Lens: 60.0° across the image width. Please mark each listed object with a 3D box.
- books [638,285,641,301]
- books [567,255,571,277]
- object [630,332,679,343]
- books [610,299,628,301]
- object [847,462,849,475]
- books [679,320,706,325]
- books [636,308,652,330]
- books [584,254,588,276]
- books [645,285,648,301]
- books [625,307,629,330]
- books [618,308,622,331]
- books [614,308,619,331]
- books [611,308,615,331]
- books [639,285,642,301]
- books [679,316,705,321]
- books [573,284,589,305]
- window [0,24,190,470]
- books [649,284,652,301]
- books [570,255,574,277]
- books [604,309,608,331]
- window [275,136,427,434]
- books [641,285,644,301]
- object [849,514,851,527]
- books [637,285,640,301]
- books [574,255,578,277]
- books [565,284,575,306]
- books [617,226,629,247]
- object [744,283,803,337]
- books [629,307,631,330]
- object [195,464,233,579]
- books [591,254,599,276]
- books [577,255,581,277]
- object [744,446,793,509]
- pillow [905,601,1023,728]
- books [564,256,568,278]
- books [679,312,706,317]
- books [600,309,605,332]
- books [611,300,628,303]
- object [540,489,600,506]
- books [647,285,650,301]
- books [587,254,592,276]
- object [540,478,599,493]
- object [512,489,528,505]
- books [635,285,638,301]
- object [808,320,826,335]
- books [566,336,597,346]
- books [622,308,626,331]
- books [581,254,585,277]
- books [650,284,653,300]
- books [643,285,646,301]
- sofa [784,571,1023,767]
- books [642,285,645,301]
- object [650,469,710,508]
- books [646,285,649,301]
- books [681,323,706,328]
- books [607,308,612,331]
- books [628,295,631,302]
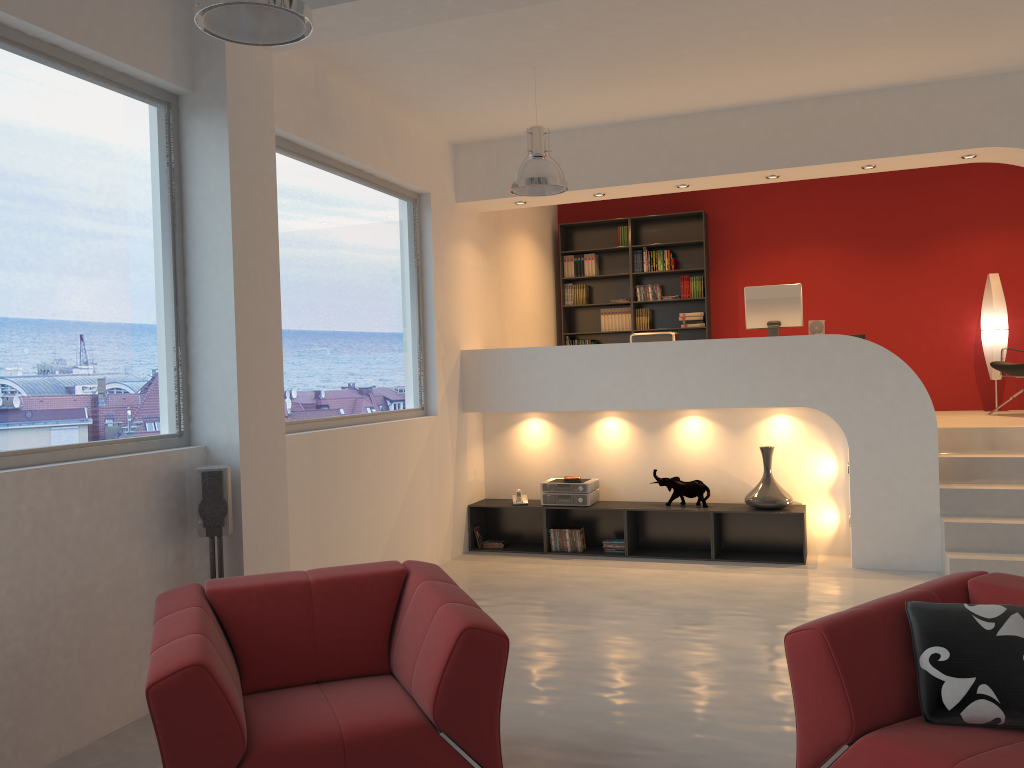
[{"bbox_3d":[1.451,-1.014,9.998,0.031,0.190,0.135,-2,1,20],"label":"books"},{"bbox_3d":[0.685,-1.343,10.251,0.040,0.260,0.200,-2,1,20],"label":"books"},{"bbox_3d":[1.273,-0.340,7.780,0.397,0.217,0.458,-2,1,20],"label":"object"},{"bbox_3d":[1.219,-0.949,10.085,0.190,0.015,0.135,-2,1,20],"label":"books"},{"bbox_3d":[2.604,0.657,6.867,0.011,0.105,0.105,-2,1,20],"label":"object"},{"bbox_3d":[1.991,-0.677,9.770,0.260,0.040,0.200,-2,1,20],"label":"books"},{"bbox_3d":[1.484,-0.723,9.984,0.146,0.240,0.170,-2,1,20],"label":"books"},{"bbox_3d":[0.875,-1.348,10.181,0.040,0.260,0.200,-2,1,20],"label":"books"},{"bbox_3d":[1.521,-1.016,9.973,0.031,0.190,0.135,-2,1,20],"label":"books"},{"bbox_3d":[1.324,-0.729,10.030,0.040,0.260,0.200,-2,1,20],"label":"books"},{"bbox_3d":[1.247,-0.726,10.058,0.040,0.260,0.200,-2,1,20],"label":"books"},{"bbox_3d":[1.209,-0.725,10.072,0.040,0.260,0.200,-2,1,20],"label":"books"},{"bbox_3d":[1.171,-0.724,10.086,0.040,0.260,0.200,-2,1,20],"label":"books"},{"bbox_3d":[1.465,-1.014,9.993,0.031,0.190,0.135,-2,1,20],"label":"books"},{"bbox_3d":[1.985,-0.717,9.770,0.260,0.040,0.200,-2,1,20],"label":"books"},{"bbox_3d":[0.795,-1.020,10.229,0.146,0.240,0.170,-2,1,20],"label":"books"},{"bbox_3d":[-2.142,-0.554,3.449,0.100,1.800,2.400,-2,1,20],"label":"window"},{"bbox_3d":[1.564,-1.017,9.957,0.031,0.190,0.135,-2,1,20],"label":"books"},{"bbox_3d":[0.723,-1.344,10.237,0.040,0.260,0.200,-2,1,20],"label":"books"},{"bbox_3d":[1.095,-0.722,10.114,0.040,0.260,0.200,-2,1,20],"label":"books"},{"bbox_3d":[-1.179,-0.613,6.077,0.100,1.800,2.400,-2,1,20],"label":"window"},{"bbox_3d":[1.479,-1.014,9.988,0.031,0.190,0.135,-2,1,20],"label":"books"},{"bbox_3d":[2.617,1.057,6.872,0.011,0.105,0.105,-2,1,20],"label":"object"},{"bbox_3d":[1.437,-1.013,10.004,0.031,0.190,0.135,-2,1,20],"label":"books"},{"bbox_3d":[0.760,-1.345,10.223,0.040,0.260,0.200,-2,1,20],"label":"books"},{"bbox_3d":[0.682,-1.025,10.272,0.090,0.256,0.181,-2,1,20],"label":"books"},{"bbox_3d":[1.288,-1.651,10.035,0.146,0.240,0.170,-2,1,20],"label":"books"},{"bbox_3d":[2.173,-0.591,7.359,0.458,0.452,0.230,-2,1,20],"label":"object"},{"bbox_3d":[1.362,-0.730,10.016,0.040,0.260,0.200,-2,1,20],"label":"books"},{"bbox_3d":[-1.439,0.959,4.330,0.214,1.112,0.229,-2,1,-15],"label":"object"},{"bbox_3d":[0.951,-1.351,10.153,0.040,0.260,0.200,-2,1,20],"label":"books"},{"bbox_3d":[0.799,-1.346,10.209,0.040,0.260,0.200,-2,1,20],"label":"books"},{"bbox_3d":[2.020,0.737,7.000,0.369,0.481,0.369,-2,1,-15],"label":"object"},{"bbox_3d":[1.493,0.890,2.828,0.402,0.343,0.288,-2,1,13],"label":"pillow"},{"bbox_3d":[0.647,-1.342,10.265,0.040,0.260,0.200,-2,1,20],"label":"books"},{"bbox_3d":[1.990,-0.757,9.759,0.260,0.040,0.200,-2,1,20],"label":"books"},{"bbox_3d":[1.057,-0.721,10.128,0.040,0.260,0.200,-2,1,20],"label":"books"},{"bbox_3d":[1.237,-0.935,10.078,0.190,0.015,0.135,-2,1,20],"label":"books"},{"bbox_3d":[0.495,0.962,7.560,0.430,0.100,0.365,-2,1,20],"label":"object"},{"bbox_3d":[1.550,-1.016,9.962,0.031,0.190,0.135,-2,1,20],"label":"books"},{"bbox_3d":[0.913,-1.350,10.167,0.040,0.260,0.200,-2,1,20],"label":"books"},{"bbox_3d":[0.494,0.864,7.566,0.430,0.077,0.349,-2,1,20],"label":"object"},{"bbox_3d":[0.068,0.967,7.632,0.130,0.117,0.146,-2,1,-4],"label":"object"},{"bbox_3d":[1.423,-1.013,10.009,0.031,0.190,0.135,-2,1,20],"label":"books"},{"bbox_3d":[2.504,-0.448,7.294,0.133,0.147,0.151,-2,1,4],"label":"object"},{"bbox_3d":[0.811,-0.410,10.213,0.341,0.286,0.231,-2,1,20],"label":"books"},{"bbox_3d":[1.286,-0.728,10.044,0.040,0.260,0.200,-2,1,20],"label":"books"},{"bbox_3d":[0.836,-1.347,10.195,0.040,0.260,0.200,-2,1,20],"label":"books"},{"bbox_3d":[1.578,-1.017,9.952,0.031,0.190,0.135,-2,1,20],"label":"books"},{"bbox_3d":[1.507,-1.015,9.978,0.031,0.190,0.135,-2,1,20],"label":"books"},{"bbox_3d":[1.734,1.064,2.408,0.951,0.738,1.929,-2,1,-30],"label":"sofa"},{"bbox_3d":[1.493,-1.015,9.983,0.031,0.190,0.135,-2,1,20],"label":"books"},{"bbox_3d":[1.379,0.848,7.262,0.507,0.296,0.191,-1,1,36],"label":"object"},{"bbox_3d":[1.536,-1.016,9.967,0.031,0.190,0.135,-2,1,20],"label":"books"},{"bbox_3d":[2.011,-0.638,9.768,0.260,0.040,0.200,-2,1,22],"label":"books"},{"bbox_3d":[1.133,-0.723,10.100,0.040,0.260,0.200,-2,1,20],"label":"books"},{"bbox_3d":[1.352,-1.009,10.035,0.063,0.187,0.135,-2,1,20],"label":"books"}]
